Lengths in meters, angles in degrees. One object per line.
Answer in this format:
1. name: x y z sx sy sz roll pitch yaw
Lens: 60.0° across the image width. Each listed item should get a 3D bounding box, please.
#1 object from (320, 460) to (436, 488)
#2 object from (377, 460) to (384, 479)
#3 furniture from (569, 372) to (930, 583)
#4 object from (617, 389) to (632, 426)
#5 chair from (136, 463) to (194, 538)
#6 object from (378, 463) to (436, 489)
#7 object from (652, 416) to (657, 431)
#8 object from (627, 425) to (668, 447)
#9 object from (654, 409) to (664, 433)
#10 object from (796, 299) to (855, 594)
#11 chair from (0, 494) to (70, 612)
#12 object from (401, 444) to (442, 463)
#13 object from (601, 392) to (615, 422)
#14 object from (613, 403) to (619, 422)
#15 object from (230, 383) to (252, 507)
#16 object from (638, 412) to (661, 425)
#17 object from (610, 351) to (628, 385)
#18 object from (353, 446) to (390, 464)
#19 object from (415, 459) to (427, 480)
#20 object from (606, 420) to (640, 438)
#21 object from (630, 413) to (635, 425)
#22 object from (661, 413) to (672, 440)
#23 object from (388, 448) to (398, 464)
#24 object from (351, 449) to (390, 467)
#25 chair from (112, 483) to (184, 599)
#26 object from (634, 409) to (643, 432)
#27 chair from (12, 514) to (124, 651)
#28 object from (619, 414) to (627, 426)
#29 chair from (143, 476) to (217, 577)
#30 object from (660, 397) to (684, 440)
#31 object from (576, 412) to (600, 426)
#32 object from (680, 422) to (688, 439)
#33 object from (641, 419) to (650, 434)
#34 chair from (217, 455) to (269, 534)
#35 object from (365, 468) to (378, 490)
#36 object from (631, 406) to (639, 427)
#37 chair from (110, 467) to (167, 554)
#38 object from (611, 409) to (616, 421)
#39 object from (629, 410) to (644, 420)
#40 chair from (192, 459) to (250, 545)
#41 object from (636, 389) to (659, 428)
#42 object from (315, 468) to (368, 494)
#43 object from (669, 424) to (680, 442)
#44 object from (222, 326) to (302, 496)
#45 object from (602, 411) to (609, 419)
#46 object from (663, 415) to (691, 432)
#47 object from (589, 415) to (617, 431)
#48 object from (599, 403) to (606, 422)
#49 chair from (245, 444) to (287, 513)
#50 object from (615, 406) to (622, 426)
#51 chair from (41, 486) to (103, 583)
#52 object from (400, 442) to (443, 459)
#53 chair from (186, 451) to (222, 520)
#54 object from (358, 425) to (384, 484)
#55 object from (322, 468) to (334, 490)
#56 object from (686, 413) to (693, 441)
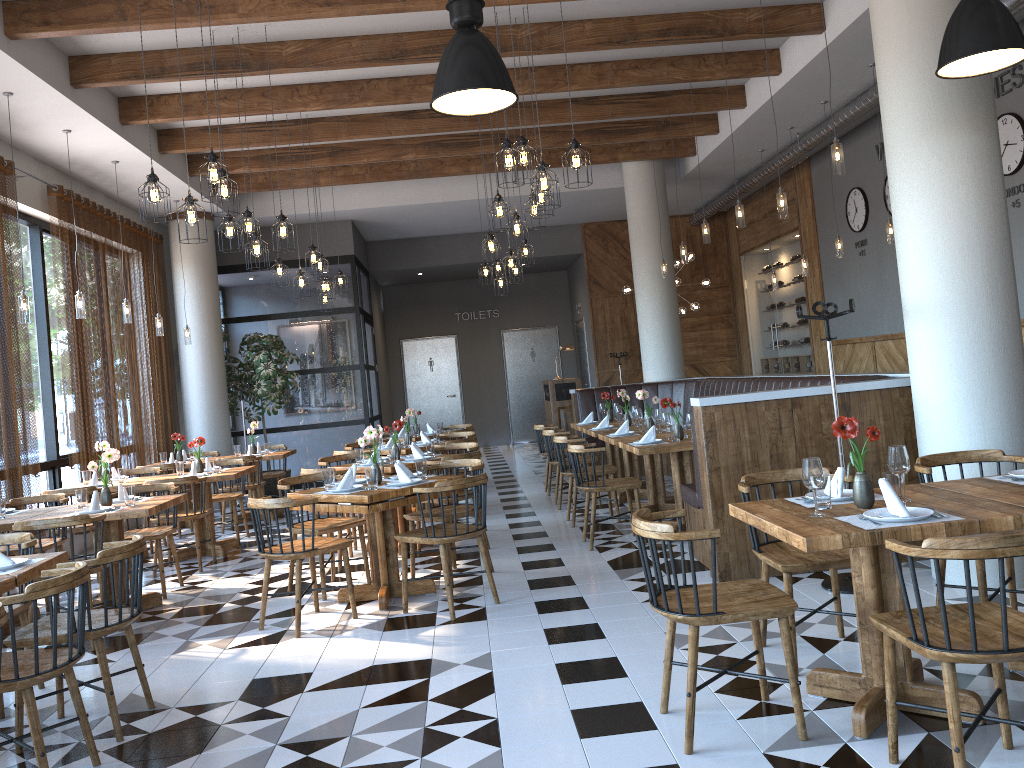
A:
1. object: -0.927 0.606 6.124 0.576 0.137 0.583 -5 0 42
2. object: -0.941 0.609 6.273 0.080 0.132 0.080 -4 -2 -38
3. furniture: 1.979 0.566 8.835 1.918 1.151 6.581 -5 0 -3
4. object: 1.182 0.248 9.346 0.146 0.400 0.206 -6 -1 4
5. chair: -3.841 1.283 9.804 0.519 0.818 0.549 -5 -1 -3
6. object: -0.712 0.588 5.789 0.272 0.137 0.352 -6 0 42
7. object: 1.336 0.375 8.367 0.080 0.132 0.080 -5 -1 -3
8. object: 1.082 0.406 7.092 0.272 0.137 0.351 -5 0 -3
9. object: 1.340 0.335 8.052 0.081 0.215 0.081 -4 -2 -40
10. object: 1.911 0.345 5.164 0.375 1.661 0.373 -5 -2 -26
11. chair: -3.665 1.289 6.760 0.519 0.818 0.549 -5 -1 -3
12. object: -0.813 0.584 7.579 0.272 0.137 0.352 -6 0 42
13. object: 1.139 0.266 10.444 0.156 0.355 0.170 -5 -2 -10
14. object: 1.213 0.331 10.252 0.081 0.215 0.081 -6 -2 28
15. object: -3.631 0.823 12.087 0.374 1.661 0.374 -6 -2 19
16. object: 1.476 0.352 9.341 0.272 0.137 0.351 -5 0 -3
17. object: 1.977 0.259 15.773 0.374 1.661 0.374 -6 -2 19
18. object: -1.217 0.620 7.929 0.272 0.137 0.352 -6 0 42
19. object: -0.612 0.579 5.997 0.080 0.132 0.080 -4 -2 -38
20. object: 1.017 0.404 8.212 0.272 0.137 0.351 -5 0 -3
21. object: 1.273 0.373 9.465 0.080 0.132 0.080 -5 -1 -3
22. object: 1.273 0.347 7.310 0.081 0.215 0.081 -6 -2 5
23. object: -0.998 0.605 7.446 0.080 0.132 0.080 -6 -1 12
24. object: -1.189 0.620 7.552 0.351 0.137 0.272 -5 0 42
25. chair: -2.826 1.208 6.811 0.519 0.818 0.549 -5 -1 -3
26. object: 1.209 0.345 8.431 0.081 0.215 0.081 -4 -2 -40
27. chair: -2.752 1.211 5.509 0.519 0.818 0.549 -5 -1 -3
28. object: 1.161 0.385 9.223 0.080 0.132 0.080 -5 -1 -18
29. chair: -2.878 1.206 7.705 0.519 0.818 0.549 -5 -1 -3
30. object: 1.292 0.276 7.132 0.171 0.355 0.156 -5 -2 -1
31. object: 0.890 0.400 10.414 0.272 0.137 0.351 -5 0 -3
32. object: 1.401 0.377 7.242 0.080 0.132 0.080 -5 -1 -3
33. object: 1.226 0.388 8.099 0.080 0.132 0.080 -5 -1 2
34. chair: -3.002 1.202 9.856 0.519 0.818 0.549 -5 -1 -3
35. object: -0.895 0.609 5.659 0.080 0.132 0.080 -5 -2 -28
36. object: 1.276 0.333 9.150 0.081 0.215 0.081 -6 -2 28
37. chair: -3.792 1.284 8.956 0.519 0.818 0.549 -5 -1 -3
38. object: 1.209 0.371 10.567 0.080 0.132 0.080 -5 -1 -3
39. object: 1.412 0.350 10.437 0.272 0.137 0.351 -5 0 -3
40. chair: -2.953 1.204 9.008 0.519 0.818 0.549 -5 -1 -3
41. object: 1.273 0.247 8.252 0.206 0.401 0.146 -5 -2 -1
42. object: -1.089 0.624 5.763 0.351 0.137 0.272 -5 0 42
43. object: 1.289 0.390 7.000 0.080 0.132 0.080 -5 -1 -18
44. object: -3.880 0.371 12.870 1.636 2.596 1.376 -5 -2 -19
45. object: 1.098 0.383 10.324 0.080 0.132 0.080 -5 -1 -18
46. object: 1.539 0.354 8.235 0.272 0.137 0.351 -5 0 -3
47. object: 0.953 0.402 9.318 0.272 0.137 0.351 -5 0 -3
48. object: 1.083 0.341 10.603 0.081 0.215 0.081 -5 -2 -12
49. chair: -3.077 1.199 11.158 0.519 0.818 0.549 -5 -1 -3
50. object: 1.147 0.343 9.502 0.081 0.215 0.081 -5 -2 -12
51. chair: -3.717 1.287 7.654 0.519 0.818 0.549 -5 -1 -3
52. object: -0.841 0.584 7.955 0.351 0.137 0.272 -5 0 42
53. chair: -3.916 1.280 11.107 0.519 0.818 0.549 -5 -1 -3
54. object: -0.936 0.476 5.939 0.206 0.401 0.146 -6 -2 16
55. object: -1.228 0.638 5.946 0.080 0.132 0.080 -5 -2 -28
56. object: 1.405 0.338 6.927 0.081 0.215 0.081 -4 -2 -34
